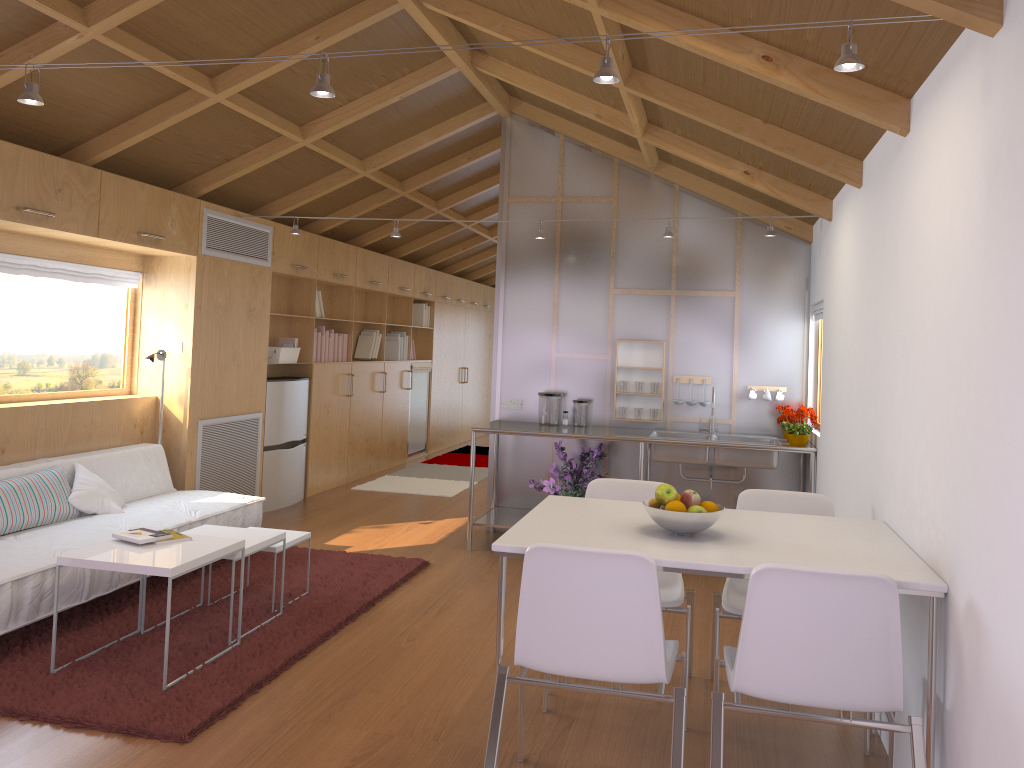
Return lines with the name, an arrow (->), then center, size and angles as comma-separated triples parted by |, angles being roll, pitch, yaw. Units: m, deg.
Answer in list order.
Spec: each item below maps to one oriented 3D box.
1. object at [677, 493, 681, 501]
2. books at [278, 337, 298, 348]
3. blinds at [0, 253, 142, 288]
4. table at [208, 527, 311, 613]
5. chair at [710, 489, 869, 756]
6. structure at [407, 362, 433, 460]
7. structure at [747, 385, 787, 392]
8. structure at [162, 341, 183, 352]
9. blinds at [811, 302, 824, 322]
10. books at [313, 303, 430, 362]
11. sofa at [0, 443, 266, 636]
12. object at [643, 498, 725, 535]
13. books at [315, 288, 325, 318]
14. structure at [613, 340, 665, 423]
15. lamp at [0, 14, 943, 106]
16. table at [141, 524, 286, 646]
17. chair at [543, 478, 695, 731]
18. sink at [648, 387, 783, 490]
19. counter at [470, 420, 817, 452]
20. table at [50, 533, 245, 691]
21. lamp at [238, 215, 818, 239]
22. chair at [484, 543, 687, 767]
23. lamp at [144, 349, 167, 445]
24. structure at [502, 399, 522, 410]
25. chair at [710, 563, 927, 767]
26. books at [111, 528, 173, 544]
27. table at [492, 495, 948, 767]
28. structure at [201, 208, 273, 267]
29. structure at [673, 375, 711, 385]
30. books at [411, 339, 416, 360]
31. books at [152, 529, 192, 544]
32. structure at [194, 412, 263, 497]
object -> 0.516, 0.380, 2.856 | 0.067, 0.068, 0.067 | 2, 0, -11
books -> -1.803, -0.275, 7.071 | 0.150, 0.193, 0.088 | 2, -1, 13
blinds -> -2.562, -0.642, 4.975 | 0.047, 0.111, 1.495 | 2, 2, 13
table -> -1.236, 0.907, 4.355 | 0.342, 0.309, 0.369 | 2, 1, 13
chair -> 1.011, 0.818, 3.264 | 0.531, 0.787, 0.546 | 2, -1, 13
structure -> -1.173, 0.283, 10.020 | 0.316, 1.081, 0.724 | 2, -1, 13
structure -> 1.684, 0.032, 5.837 | 0.251, 0.032, 0.041 | 3, 1, 13
structure -> -2.166, -0.239, 5.634 | 0.142, 0.071, 0.011 | 3, -2, 13
blinds -> 1.896, -0.448, 5.428 | 0.047, 0.111, 0.724 | 2, 2, 13
books -> -1.383, -0.565, 8.885 | 0.189, 0.659, 3.105 | 2, 2, 13
sofa -> -2.146, 0.732, 4.257 | 0.863, 0.629, 2.352 | 2, 2, 13
object -> 0.537, 0.425, 2.776 | 0.254, 0.091, 0.255 | 1, 2, -35
books -> -1.707, -0.709, 7.476 | 0.176, 0.297, 0.279 | 2, 0, 13
structure -> 0.866, -0.022, 6.008 | 0.328, 0.546, 0.076 | 2, -2, 13
lamp -> -0.732, -0.903, 2.546 | 3.830, 0.153, 0.072 | 3, -1, 13
table -> -1.324, 0.883, 3.966 | 0.424, 0.384, 0.458 | 2, 1, 13
chair -> 0.432, 0.789, 3.398 | 0.531, 0.787, 0.546 | 2, -1, 13
sink -> 1.290, 0.341, 5.635 | 0.810, 0.642, 0.562 | 2, 0, 13
counter -> 0.828, 0.327, 5.714 | 2.110, 0.021, 0.649 | 3, 3, 13
table -> -1.426, 0.871, 3.517 | 0.485, 0.439, 0.524 | 2, 1, 13
lamp -> -0.019, -1.009, 5.654 | 3.830, 0.153, 0.072 | 3, -1, 13
chair -> 0.229, 0.820, 2.513 | 0.531, 0.787, 0.546 | 2, -1, 13
lamp -> -2.189, 0.384, 5.474 | 0.182, 1.200, 0.254 | 3, -2, -11
structure -> 0.000, 0.142, 6.235 | 0.142, 0.071, 0.011 | 3, -2, 13
chair -> 0.808, 0.848, 2.380 | 0.531, 0.787, 0.546 | 2, -1, 13
books -> -1.522, 0.624, 3.636 | 0.193, 0.016, 0.152 | 4, 3, 32
table -> 0.615, 0.842, 2.823 | 1.209, 0.744, 0.898 | 2, 1, 13
structure -> -1.886, -0.998, 6.111 | 0.013, 0.301, 0.902 | 2, 2, 13
structure -> 1.214, -0.028, 5.960 | 0.251, 0.051, 0.016 | 3, -1, 13
books -> -1.180, -0.416, 9.826 | 0.176, 0.297, 0.279 | 2, 0, 13
books -> -1.456, 0.640, 3.691 | 0.193, 0.016, 0.152 | 4, 3, 42
structure -> -1.941, 0.582, 6.079 | 0.013, 0.723, 0.818 | 2, 0, 13
